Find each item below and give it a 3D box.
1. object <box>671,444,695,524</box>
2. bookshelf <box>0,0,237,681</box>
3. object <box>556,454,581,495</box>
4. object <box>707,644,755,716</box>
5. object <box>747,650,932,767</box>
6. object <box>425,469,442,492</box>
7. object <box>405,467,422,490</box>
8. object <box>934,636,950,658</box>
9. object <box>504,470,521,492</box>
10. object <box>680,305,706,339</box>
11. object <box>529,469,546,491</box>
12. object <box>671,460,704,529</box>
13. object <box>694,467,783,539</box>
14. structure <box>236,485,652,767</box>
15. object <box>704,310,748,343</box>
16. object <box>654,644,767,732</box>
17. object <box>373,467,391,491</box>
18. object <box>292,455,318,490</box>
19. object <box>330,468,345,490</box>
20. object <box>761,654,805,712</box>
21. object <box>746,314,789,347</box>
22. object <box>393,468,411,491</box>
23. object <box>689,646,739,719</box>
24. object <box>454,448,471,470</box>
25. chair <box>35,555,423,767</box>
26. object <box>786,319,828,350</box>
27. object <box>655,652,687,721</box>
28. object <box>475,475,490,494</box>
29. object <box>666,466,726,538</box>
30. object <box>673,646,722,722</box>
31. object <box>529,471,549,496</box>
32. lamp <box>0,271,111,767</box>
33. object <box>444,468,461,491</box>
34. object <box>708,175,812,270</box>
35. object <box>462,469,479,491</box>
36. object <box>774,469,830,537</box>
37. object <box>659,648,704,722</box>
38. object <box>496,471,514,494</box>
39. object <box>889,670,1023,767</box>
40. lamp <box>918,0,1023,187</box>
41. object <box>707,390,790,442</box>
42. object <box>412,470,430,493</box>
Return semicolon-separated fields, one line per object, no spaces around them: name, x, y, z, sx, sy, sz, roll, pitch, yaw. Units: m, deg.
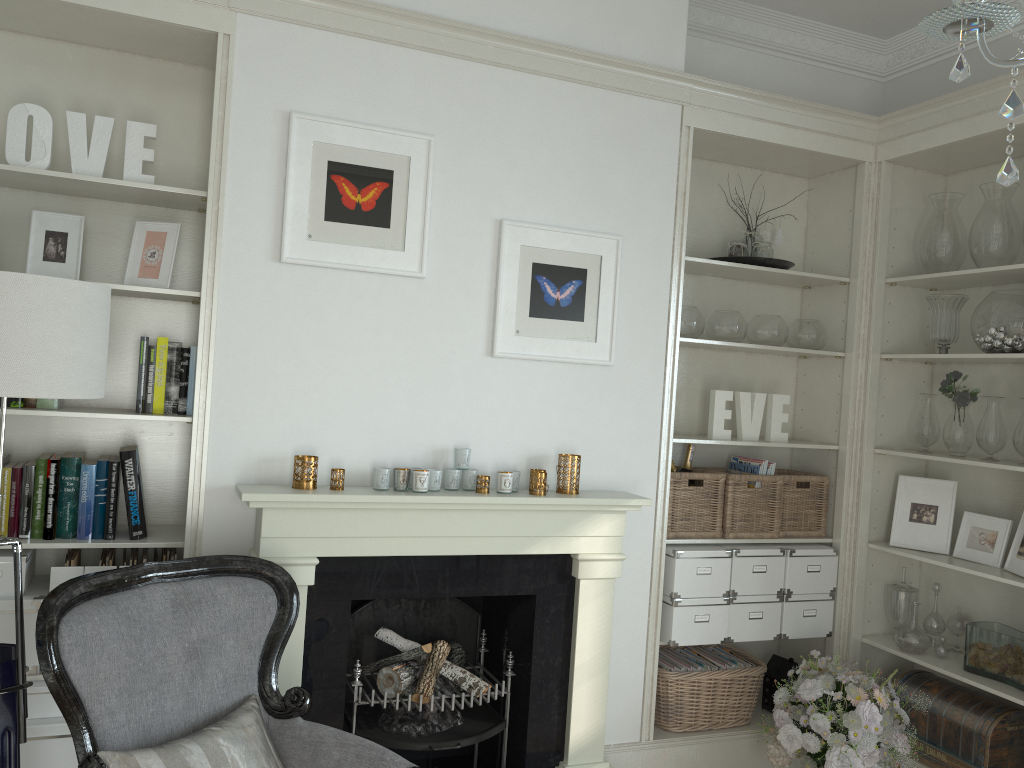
object;0.731;0.439;3.848;0.127;0.361;0.094;4;0;-22
bookshelf;-1.495;0.025;2.855;0.988;2.523;0.399;4;0;-22
object;0.207;0.329;3.238;0.087;0.140;0.090;4;0;16
object;0.934;1.291;3.857;0.088;0.238;0.274;4;0;-22
object;1.228;1.334;3.336;0.544;0.643;0.570;4;0;-31
object;-0.271;0.330;3.040;0.060;0.073;0.060;4;0;1
object;-0.341;0.326;3.053;0.060;0.073;0.060;4;0;34
object;1.742;1.064;3.590;0.056;0.090;0.056;4;0;9
object;-0.001;0.348;3.170;0.060;0.073;0.060;4;0;34
object;0.718;-0.255;3.722;0.185;0.140;0.185;4;0;-2
object;0.092;0.351;3.217;0.060;0.079;0.060;4;0;35
object;0.711;0.451;3.707;0.284;0.332;0.095;4;0;-43
object;0.970;0.514;3.855;0.276;0.270;0.275;4;0;-22
structure;-0.285;0.962;3.174;1.432;1.191;1.026;4;0;-22
object;0.917;-0.242;3.803;0.185;0.140;0.185;4;0;-2
object;0.782;1.293;3.798;0.554;0.263;0.408;4;0;-21
object;-0.438;0.319;2.978;0.060;0.073;0.060;4;0;34
object;-0.674;0.288;2.892;0.080;0.104;0.080;4;0;35
object;-0.573;0.313;2.907;0.047;0.068;0.054;4;0;5
object;1.201;1.328;3.924;0.135;0.248;0.135;4;0;-32
object;1.116;-0.229;3.883;0.185;0.140;0.185;4;0;-2
object;-0.373;0.324;2.994;0.060;0.073;0.060;4;0;34
object;0.858;1.286;3.826;0.088;0.238;0.274;4;0;-22
object;-0.175;0.263;3.118;0.060;0.073;0.060;4;0;34
chair;-0.715;1.010;2.193;0.763;1.024;0.778;4;0;33
object;1.315;-0.216;3.964;0.185;0.140;0.185;4;0;-2
object;0.632;1.271;3.743;0.088;0.238;0.274;4;0;-22
object;-0.101;0.349;3.080;0.050;0.058;0.052;4;0;15
object;0.703;0.496;3.769;0.276;0.270;0.275;4;0;-22
object;0.779;1.281;3.794;0.088;0.238;0.274;4;0;-22
object;0.093;0.351;3.130;0.060;0.079;0.060;4;0;40
lamp;-1.234;0.620;2.088;0.429;1.739;0.429;4;0;11
object;-0.211;0.334;3.102;0.060;0.073;0.060;4;0;34
object;1.070;-0.732;3.868;0.457;0.485;0.399;4;0;18
object;-0.150;0.338;3.129;0.060;0.073;0.060;4;0;34
object;1.218;0.530;3.988;0.276;0.270;0.275;4;0;-22
object;0.703;1.276;3.764;0.088;0.238;0.274;4;0;-22
object;-0.027;0.346;3.111;0.060;0.073;0.060;4;0;34
object;1.753;1.340;3.469;0.290;0.297;0.475;4;0;-22
lamp;0.896;-1.519;1.047;0.648;2.542;0.577;4;0;38
object;1.027;0.140;3.831;0.393;0.207;0.039;4;0;-22
object;-0.308;0.328;2.985;0.060;0.073;0.060;4;0;34
